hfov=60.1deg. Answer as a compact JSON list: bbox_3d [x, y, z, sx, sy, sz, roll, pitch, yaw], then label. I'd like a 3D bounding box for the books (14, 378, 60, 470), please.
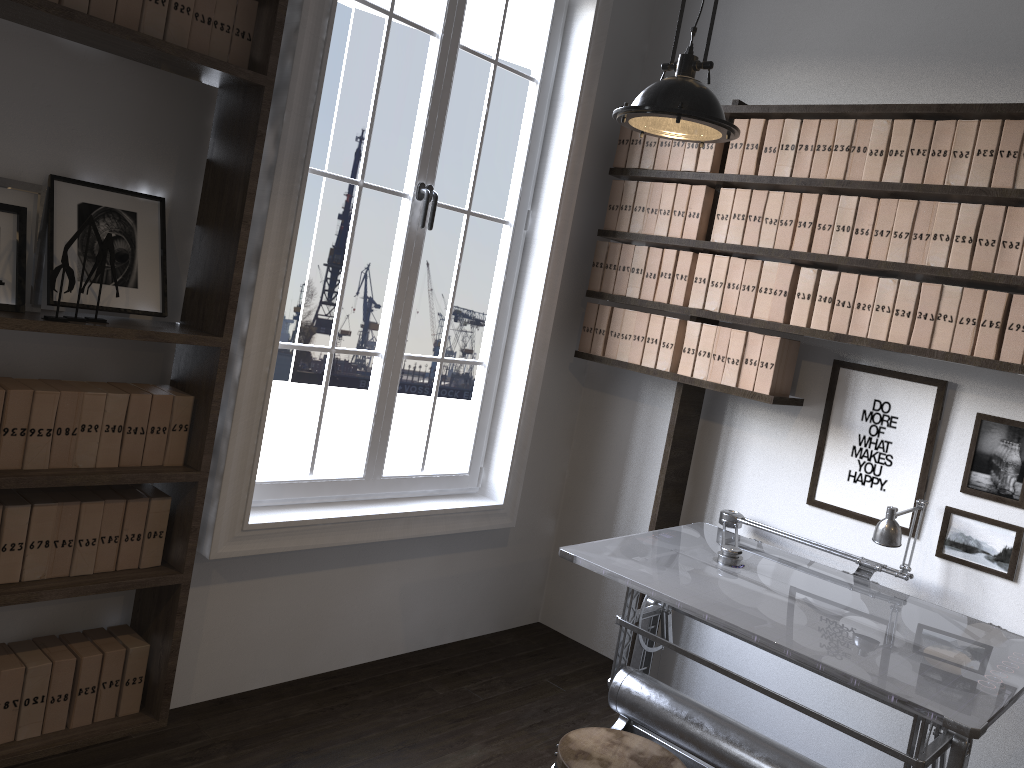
[{"bbox_3d":[-1.361,0.112,2.506,0.175,0.225,0.066,14,5,42],"label":"books"}]

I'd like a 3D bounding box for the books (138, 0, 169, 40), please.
[{"bbox_3d":[-1.056,-1.086,2.536,0.175,0.225,0.066,14,5,42],"label":"books"}]

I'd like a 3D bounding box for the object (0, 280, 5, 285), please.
[{"bbox_3d":[-1.356,-0.307,2.261,0.040,0.259,0.123,13,5,42],"label":"object"}]

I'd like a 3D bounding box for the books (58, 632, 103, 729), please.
[{"bbox_3d":[-1.346,0.910,2.728,0.175,0.225,0.066,14,5,42],"label":"books"}]

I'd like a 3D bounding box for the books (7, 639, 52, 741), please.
[{"bbox_3d":[-1.444,0.903,2.621,0.175,0.225,0.066,14,5,42],"label":"books"}]

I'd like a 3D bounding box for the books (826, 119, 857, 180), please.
[{"bbox_3d":[1.253,-0.848,3.283,0.067,0.225,0.174,13,5,42],"label":"books"}]

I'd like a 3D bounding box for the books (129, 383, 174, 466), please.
[{"bbox_3d":[-1.142,0.125,2.759,0.175,0.225,0.066,14,5,42],"label":"books"}]

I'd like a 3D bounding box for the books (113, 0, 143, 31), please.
[{"bbox_3d":[-1.105,-1.090,2.487,0.175,0.225,0.066,14,5,42],"label":"books"}]

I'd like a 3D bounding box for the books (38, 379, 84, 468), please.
[{"bbox_3d":[-1.320,0.114,2.558,0.175,0.225,0.066,14,5,42],"label":"books"}]

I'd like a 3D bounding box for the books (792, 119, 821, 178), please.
[{"bbox_3d":[1.157,-0.876,3.380,0.067,0.225,0.174,13,5,42],"label":"books"}]

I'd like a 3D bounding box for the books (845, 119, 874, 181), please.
[{"bbox_3d":[1.304,-0.834,3.242,0.067,0.225,0.174,13,5,42],"label":"books"}]

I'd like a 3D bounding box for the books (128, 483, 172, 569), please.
[{"bbox_3d":[-1.166,0.444,2.806,0.175,0.225,0.066,14,5,42],"label":"books"}]

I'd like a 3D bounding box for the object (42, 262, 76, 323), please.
[{"bbox_3d":[-1.217,-0.247,2.387,0.040,0.165,0.066,13,5,42],"label":"object"}]

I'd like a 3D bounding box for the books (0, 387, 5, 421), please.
[{"bbox_3d":[-1.458,0.104,2.407,0.175,0.225,0.066,14,5,42],"label":"books"}]

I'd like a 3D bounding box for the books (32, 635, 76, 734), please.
[{"bbox_3d":[-1.400,0.905,2.677,0.175,0.225,0.066,14,5,42],"label":"books"}]

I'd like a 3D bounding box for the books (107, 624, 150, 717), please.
[{"bbox_3d":[-1.248,0.916,2.841,0.175,0.225,0.066,14,5,42],"label":"books"}]

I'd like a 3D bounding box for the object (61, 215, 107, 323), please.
[{"bbox_3d":[-1.190,-0.319,2.452,0.040,0.303,0.118,13,4,42],"label":"object"}]

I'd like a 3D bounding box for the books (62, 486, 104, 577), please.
[{"bbox_3d":[-1.305,0.435,2.650,0.175,0.225,0.066,14,5,42],"label":"books"}]

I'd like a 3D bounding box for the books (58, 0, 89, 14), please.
[{"bbox_3d":[-1.195,-1.095,2.380,0.175,0.225,0.066,14,5,42],"label":"books"}]

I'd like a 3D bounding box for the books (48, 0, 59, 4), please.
[{"bbox_3d":[-1.244,-1.098,2.327,0.175,0.225,0.066,14,5,42],"label":"books"}]

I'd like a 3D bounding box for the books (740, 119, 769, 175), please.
[{"bbox_3d":[0.997,-0.921,3.522,0.067,0.225,0.174,13,5,42],"label":"books"}]

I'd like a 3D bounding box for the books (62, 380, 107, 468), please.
[{"bbox_3d":[-1.277,0.117,2.604,0.175,0.225,0.066,14,5,42],"label":"books"}]

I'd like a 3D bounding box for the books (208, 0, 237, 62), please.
[{"bbox_3d":[-0.922,-1.077,2.686,0.175,0.225,0.066,14,5,42],"label":"books"}]

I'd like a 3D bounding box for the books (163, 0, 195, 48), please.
[{"bbox_3d":[-1.005,-1.082,2.587,0.175,0.225,0.066,14,5,42],"label":"books"}]

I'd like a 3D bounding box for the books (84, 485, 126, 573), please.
[{"bbox_3d":[-1.264,0.437,2.704,0.175,0.225,0.066,14,5,42],"label":"books"}]

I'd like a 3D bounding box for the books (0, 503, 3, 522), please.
[{"bbox_3d":[-1.490,0.422,2.452,0.175,0.225,0.066,14,5,42],"label":"books"}]

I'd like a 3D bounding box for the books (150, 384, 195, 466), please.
[{"bbox_3d":[-1.093,0.130,2.802,0.175,0.225,0.066,14,5,42],"label":"books"}]

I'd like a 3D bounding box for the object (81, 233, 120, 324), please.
[{"bbox_3d":[-1.167,-0.301,2.523,0.040,0.261,0.110,13,4,42],"label":"object"}]

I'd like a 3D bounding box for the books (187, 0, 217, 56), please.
[{"bbox_3d":[-0.961,-1.079,2.636,0.175,0.225,0.066,14,5,42],"label":"books"}]

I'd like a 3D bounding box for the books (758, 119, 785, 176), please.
[{"bbox_3d":[1.055,-0.905,3.476,0.067,0.225,0.174,13,5,42],"label":"books"}]

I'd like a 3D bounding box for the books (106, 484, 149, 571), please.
[{"bbox_3d":[-1.216,0.440,2.757,0.175,0.225,0.066,14,5,42],"label":"books"}]

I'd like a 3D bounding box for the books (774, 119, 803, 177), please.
[{"bbox_3d":[1.103,-0.891,3.425,0.067,0.225,0.174,13,5,42],"label":"books"}]

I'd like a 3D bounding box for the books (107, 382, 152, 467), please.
[{"bbox_3d":[-1.187,0.123,2.706,0.175,0.225,0.066,14,5,42],"label":"books"}]

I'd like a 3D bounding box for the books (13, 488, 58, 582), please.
[{"bbox_3d":[-1.394,0.428,2.556,0.175,0.225,0.066,14,5,42],"label":"books"}]

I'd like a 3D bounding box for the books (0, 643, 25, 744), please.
[{"bbox_3d":[-1.495,0.899,2.571,0.175,0.225,0.066,14,5,42],"label":"books"}]

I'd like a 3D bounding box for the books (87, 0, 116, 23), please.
[{"bbox_3d":[-1.150,-1.092,2.434,0.175,0.225,0.066,14,5,42],"label":"books"}]

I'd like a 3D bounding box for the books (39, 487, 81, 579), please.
[{"bbox_3d":[-1.353,0.431,2.604,0.175,0.225,0.066,14,5,42],"label":"books"}]

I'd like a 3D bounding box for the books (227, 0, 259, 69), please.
[{"bbox_3d":[-0.875,-1.074,2.739,0.175,0.225,0.066,14,5,42],"label":"books"}]

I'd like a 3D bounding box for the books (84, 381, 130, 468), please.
[{"bbox_3d":[-1.231,0.120,2.651,0.175,0.225,0.066,14,5,42],"label":"books"}]

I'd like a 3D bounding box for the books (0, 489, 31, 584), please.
[{"bbox_3d":[-1.441,0.426,2.502,0.175,0.225,0.066,14,5,42],"label":"books"}]

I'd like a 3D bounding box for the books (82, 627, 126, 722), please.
[{"bbox_3d":[-1.301,0.912,2.787,0.175,0.225,0.066,14,5,42],"label":"books"}]

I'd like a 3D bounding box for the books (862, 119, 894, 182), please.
[{"bbox_3d":[1.349,-0.821,3.198,0.067,0.225,0.174,13,5,42],"label":"books"}]

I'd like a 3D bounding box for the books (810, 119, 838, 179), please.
[{"bbox_3d":[1.208,-0.862,3.333,0.067,0.225,0.174,13,5,42],"label":"books"}]

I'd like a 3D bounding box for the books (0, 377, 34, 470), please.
[{"bbox_3d":[-1.411,0.107,2.460,0.175,0.225,0.066,14,5,42],"label":"books"}]
